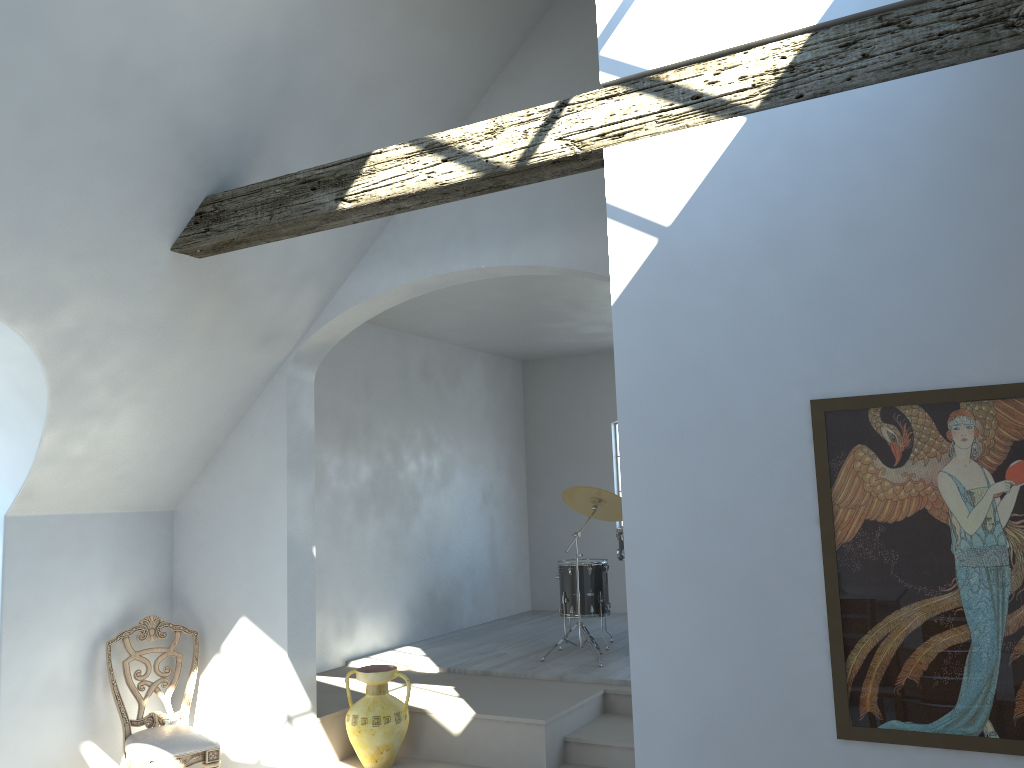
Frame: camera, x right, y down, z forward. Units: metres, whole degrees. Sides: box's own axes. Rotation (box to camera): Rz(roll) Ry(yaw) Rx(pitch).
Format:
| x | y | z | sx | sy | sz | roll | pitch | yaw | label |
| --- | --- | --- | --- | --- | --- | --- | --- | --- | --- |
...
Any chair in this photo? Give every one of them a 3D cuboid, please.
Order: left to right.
| x | y | z | sx | sy | sz | roll | pitch | yaw | label |
| --- | --- | --- | --- | --- | --- | --- | --- | --- | --- |
| -2.094 | 2.009 | 5.330 | 0.552 | 1.159 | 0.655 | 3 | -9 | -36 | chair |

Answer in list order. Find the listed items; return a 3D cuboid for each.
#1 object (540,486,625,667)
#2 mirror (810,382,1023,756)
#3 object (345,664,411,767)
| x | y | z | sx | sy | sz | roll | pitch | yaw | label |
| --- | --- | --- | --- | --- | --- | --- | --- | --- | --- |
| 1.245 | 1.574 | 7.777 | 2.354 | 1.383 | 1.465 | 0 | -8 | -17 | object |
| 1.303 | 0.536 | 2.618 | 0.736 | 1.047 | 0.009 | -6 | -8 | 28 | mirror |
| -0.854 | 2.119 | 5.642 | 0.402 | 0.605 | 0.396 | 0 | -8 | -15 | object |
